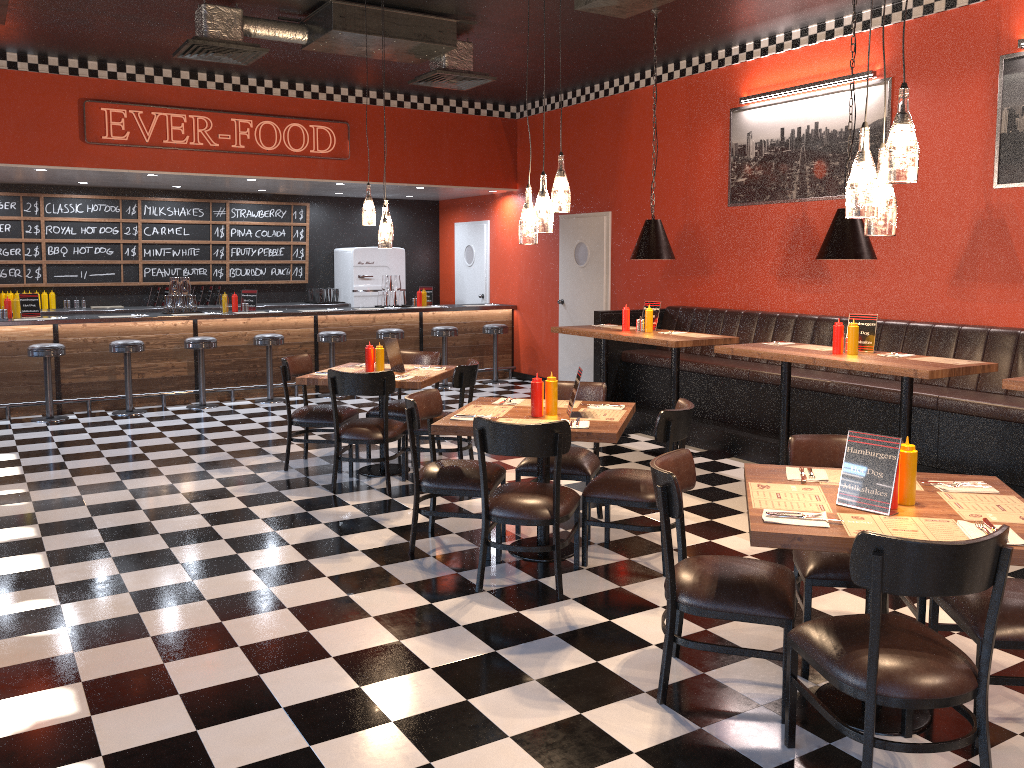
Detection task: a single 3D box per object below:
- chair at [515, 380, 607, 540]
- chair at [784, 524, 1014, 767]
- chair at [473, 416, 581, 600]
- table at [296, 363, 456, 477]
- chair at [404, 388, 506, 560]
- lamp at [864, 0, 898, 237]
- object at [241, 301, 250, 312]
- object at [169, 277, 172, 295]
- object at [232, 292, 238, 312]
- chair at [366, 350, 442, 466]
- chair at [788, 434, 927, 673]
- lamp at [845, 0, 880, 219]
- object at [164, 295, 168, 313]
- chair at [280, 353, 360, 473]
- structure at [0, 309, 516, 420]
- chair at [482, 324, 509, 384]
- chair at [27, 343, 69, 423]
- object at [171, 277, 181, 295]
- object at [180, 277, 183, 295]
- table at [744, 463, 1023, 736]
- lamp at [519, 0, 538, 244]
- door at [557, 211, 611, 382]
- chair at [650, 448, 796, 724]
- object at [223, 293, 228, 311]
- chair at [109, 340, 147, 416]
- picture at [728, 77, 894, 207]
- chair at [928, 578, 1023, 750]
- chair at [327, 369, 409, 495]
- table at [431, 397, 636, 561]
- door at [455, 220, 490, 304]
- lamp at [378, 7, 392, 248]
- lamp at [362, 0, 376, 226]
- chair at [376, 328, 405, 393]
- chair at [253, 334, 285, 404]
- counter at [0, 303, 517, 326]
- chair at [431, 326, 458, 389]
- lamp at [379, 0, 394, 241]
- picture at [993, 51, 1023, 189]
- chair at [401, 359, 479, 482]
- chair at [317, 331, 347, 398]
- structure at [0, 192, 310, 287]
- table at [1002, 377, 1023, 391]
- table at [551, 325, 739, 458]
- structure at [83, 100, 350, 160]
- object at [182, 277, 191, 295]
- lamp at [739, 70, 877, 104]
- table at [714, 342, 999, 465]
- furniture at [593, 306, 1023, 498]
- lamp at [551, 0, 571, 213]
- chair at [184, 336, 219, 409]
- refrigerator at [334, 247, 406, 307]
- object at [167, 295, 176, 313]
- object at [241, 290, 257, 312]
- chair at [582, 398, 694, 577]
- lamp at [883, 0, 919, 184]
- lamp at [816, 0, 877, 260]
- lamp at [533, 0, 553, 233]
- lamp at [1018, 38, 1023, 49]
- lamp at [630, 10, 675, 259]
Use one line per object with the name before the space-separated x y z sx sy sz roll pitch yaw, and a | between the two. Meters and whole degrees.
chair | 0.309 0.435 5.415 0.486 0.864 0.547 2 6 16
chair | 1.178 0.814 2.717 0.486 0.864 0.547 -1 6 -9
chair | 0.079 0.571 4.447 0.486 0.864 0.547 1 6 13
table | -0.986 0.288 6.789 0.957 0.770 0.964 2 7 13
chair | -0.334 0.489 5.028 0.544 0.864 0.488 1 6 11
lamp | 1.299 -1.496 3.033 0.108 1.957 0.109 -2 6 -20
object | -3.180 -0.926 10.562 0.094 0.135 0.047 2 6 18
object | -3.933 -1.138 10.292 0.105 0.208 0.106 1 6 13
object | -3.305 -0.979 10.563 0.068 0.237 0.068 -2 6 -19
chair | -0.861 0.175 7.259 0.487 0.864 0.546 3 7 25
chair | 1.409 0.678 3.685 0.486 0.864 0.547 1 6 8
lamp | 1.202 -1.544 2.952 0.108 1.957 0.109 5 7 40
object | -3.994 -0.929 10.298 0.105 0.208 0.106 1 6 13
chair | -1.528 0.215 6.970 0.544 0.864 0.488 1 6 8
structure | -2.949 -0.260 10.370 7.049 1.035 0.216 -5 7 -31
chair | -0.218 -0.406 11.725 0.348 0.771 0.350 1 6 13
chair | -4.701 -0.023 8.981 0.348 0.771 0.350 2 6 18
object | -3.881 -1.127 10.218 0.105 0.208 0.106 1 6 13
object | -3.838 -1.148 10.361 0.105 0.208 0.106 1 6 13
table | 1.329 0.797 3.178 0.960 0.770 0.961 2 7 13
lamp | 0.091 -1.737 4.748 0.108 1.957 0.109 -2 6 -20
door | 0.854 -0.979 10.787 0.162 2.170 1.030 -3 7 -31
chair | 0.791 0.724 3.356 0.545 0.864 0.488 2 6 17
object | -3.412 -0.975 10.536 0.068 0.237 0.068 -2 6 -19
chair | -4.061 -0.078 9.373 0.348 0.771 0.350 2 6 18
picture | 2.585 -2.096 7.887 0.023 0.935 1.776 -3 8 -31
chair | 1.822 0.760 3.104 0.544 0.864 0.488 1 6 6
chair | -1.026 0.307 6.319 0.486 0.864 0.547 1 6 8
table | 0.158 0.545 4.963 0.960 0.770 0.961 2 7 13
door | -0.617 -1.314 13.170 0.162 2.170 1.030 -3 7 -31
lamp | -0.951 -1.992 6.554 0.108 1.957 0.109 2 6 15
lamp | -1.087 -2.177 6.647 0.108 1.957 0.109 -5 7 -40
chair | -1.499 -0.296 10.941 0.349 0.771 0.349 -4 7 -31
chair | -2.780 -0.187 10.157 0.348 0.771 0.350 1 6 13
counter | -3.111 -0.836 10.581 7.049 0.050 0.678 -5 9 -31
chair | -0.858 -0.351 11.333 0.349 0.771 0.350 -3 7 -26
lamp | -0.957 -2.068 6.671 0.109 1.957 0.109 -5 8 -44
picture | 3.968 -1.781 5.647 0.023 0.935 1.776 -3 8 -31
chair | -0.517 0.261 6.646 0.544 0.864 0.488 1 6 8
chair | -2.139 -0.242 10.549 0.348 0.771 0.350 1 6 13
structure | -4.880 -1.866 11.619 4.548 1.141 0.201 -5 7 -31
table | 3.315 0.546 4.166 0.696 0.995 1.698 -4 8 -31
table | 1.101 0.040 7.753 0.696 0.995 1.698 -4 8 -31
structure | -3.186 -2.801 9.874 2.879 0.437 0.122 -5 7 -31
object | -3.775 -1.135 10.269 0.105 0.208 0.106 1 6 13
lamp | 2.567 -2.603 7.808 0.081 0.056 1.449 -4 9 -31
table | 2.211 0.294 5.955 0.696 0.995 1.698 -4 8 -31
furniture | 3.572 0.290 5.450 1.105 1.144 8.789 -4 9 -31
lamp | 0.266 -1.906 4.720 0.108 1.957 0.109 3 6 30
chair | -3.420 -0.133 9.765 0.348 0.771 0.350 1 6 8
refrigerator | -2.074 -1.109 13.038 0.804 1.795 0.852 -4 7 -31
object | -3.925 -0.917 10.211 0.105 0.208 0.106 1 6 13
object | -3.166 -1.002 10.662 0.188 0.256 0.072 0 6 3
chair | 0.697 0.525 4.776 0.545 0.864 0.488 3 7 22
lamp | 1.287 -1.641 2.843 0.108 1.957 0.109 2 6 15
lamp | 2.203 -1.834 5.744 0.382 2.035 0.383 1 6 10
lamp | 0.167 -1.782 4.646 0.108 1.957 0.109 1 6 10
lamp | 3.939 -2.290 5.586 0.081 0.056 1.449 -4 9 -31
lamp | 1.189 -2.066 7.388 0.382 2.035 0.383 1 6 10
